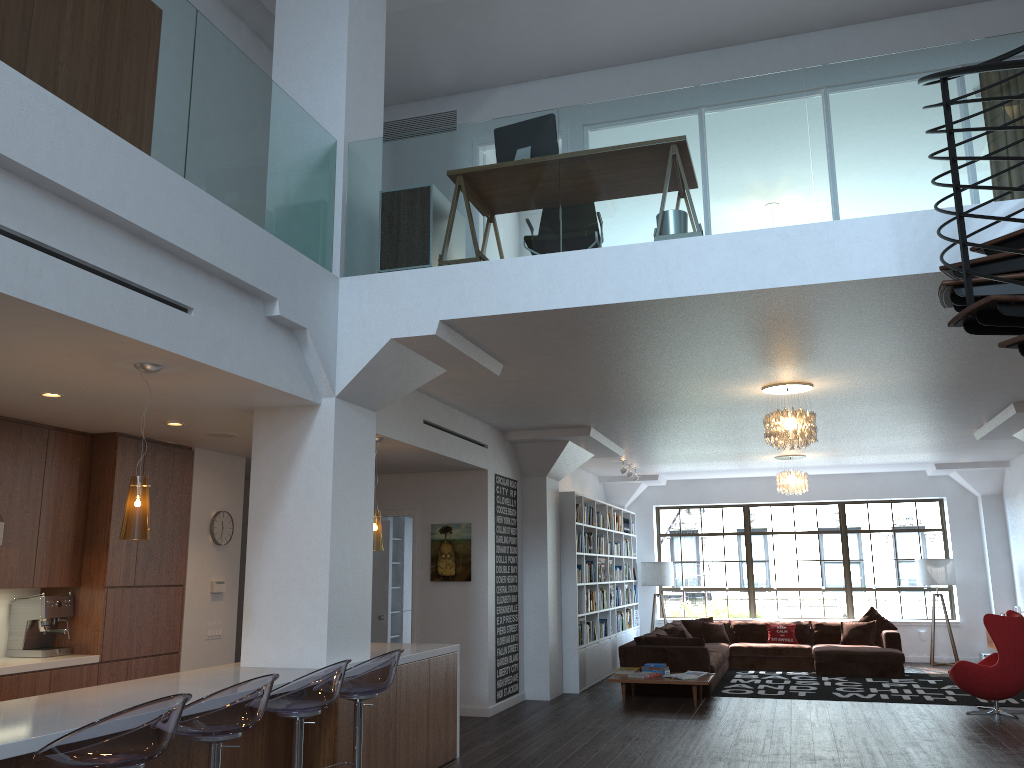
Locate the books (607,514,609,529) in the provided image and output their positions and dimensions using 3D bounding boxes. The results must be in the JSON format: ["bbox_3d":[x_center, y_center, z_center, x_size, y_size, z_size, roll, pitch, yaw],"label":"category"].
[{"bbox_3d":[1.346,2.048,13.181,0.174,0.236,0.136,-4,-13,16],"label":"books"}]

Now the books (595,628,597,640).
[{"bbox_3d":[1.043,3.317,11.856,0.161,0.207,0.135,-4,-13,16],"label":"books"}]

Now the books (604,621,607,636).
[{"bbox_3d":[1.267,3.467,12.560,0.146,0.202,0.027,-4,-13,17],"label":"books"}]

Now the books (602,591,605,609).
[{"bbox_3d":[1.208,3.032,12.455,0.183,0.253,0.034,-4,-13,16],"label":"books"}]

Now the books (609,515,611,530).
[{"bbox_3d":[1.402,2.086,13.333,0.161,0.223,0.032,-4,-13,17],"label":"books"}]

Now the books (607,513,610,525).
[{"bbox_3d":[1.384,2.068,13.310,0.160,0.251,0.031,-4,-13,17],"label":"books"}]

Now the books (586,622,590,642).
[{"bbox_3d":[0.917,3.217,11.504,0.183,0.253,0.042,-4,-13,17],"label":"books"}]

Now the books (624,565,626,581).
[{"bbox_3d":[1.726,3.020,14.173,0.174,0.240,0.054,-4,-13,17],"label":"books"}]

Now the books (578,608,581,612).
[{"bbox_3d":[0.734,2.819,11.072,0.197,0.033,0.284,1,-12,-8],"label":"books"}]

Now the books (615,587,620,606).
[{"bbox_3d":[1.545,3.247,13.561,0.197,0.290,0.136,-4,-13,17],"label":"books"}]

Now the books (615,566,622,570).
[{"bbox_3d":[1.660,2.976,13.944,0.140,0.231,0.042,-4,-13,17],"label":"books"}]

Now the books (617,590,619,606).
[{"bbox_3d":[1.530,3.244,13.455,0.182,0.253,0.098,-4,-13,17],"label":"books"}]

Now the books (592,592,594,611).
[{"bbox_3d":[0.997,2.901,11.830,0.183,0.253,0.034,-4,-13,17],"label":"books"}]

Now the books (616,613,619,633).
[{"bbox_3d":[1.502,3.589,13.340,0.198,0.284,0.066,-4,-13,16],"label":"books"}]

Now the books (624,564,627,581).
[{"bbox_3d":[1.750,3.036,14.282,0.183,0.253,0.042,-4,-13,17],"label":"books"}]

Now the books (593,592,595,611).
[{"bbox_3d":[1.011,2.907,11.860,0.183,0.253,0.034,-4,-13,17],"label":"books"}]

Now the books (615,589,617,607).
[{"bbox_3d":[1.469,3.205,13.280,0.182,0.255,0.077,-4,-13,17],"label":"books"}]

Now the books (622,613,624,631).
[{"bbox_3d":[1.638,3.686,13.738,0.180,0.259,0.060,-4,-13,16],"label":"books"}]

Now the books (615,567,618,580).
[{"bbox_3d":[1.549,2.916,13.597,0.140,0.206,0.042,-4,-13,17],"label":"books"}]

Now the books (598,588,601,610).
[{"bbox_3d":[1.130,2.968,12.238,0.176,0.290,0.053,-4,-13,16],"label":"books"}]

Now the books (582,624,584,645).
[{"bbox_3d":[0.811,3.149,11.168,0.180,0.251,0.048,-4,-13,17],"label":"books"}]

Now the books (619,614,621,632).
[{"bbox_3d":[1.557,3.634,13.478,0.183,0.253,0.034,-4,-13,16],"label":"books"}]

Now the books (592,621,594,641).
[{"bbox_3d":[0.993,3.266,11.725,0.183,0.253,0.042,-4,-13,17],"label":"books"}]

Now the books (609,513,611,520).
[{"bbox_3d":[1.407,2.080,13.370,0.160,0.251,0.039,-4,-13,17],"label":"books"}]

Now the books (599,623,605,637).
[{"bbox_3d":[1.226,3.444,12.426,0.139,0.191,0.036,-4,-13,17],"label":"books"}]

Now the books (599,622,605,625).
[{"bbox_3d":[1.231,3.446,12.459,0.146,0.202,0.027,-4,-13,17],"label":"books"}]

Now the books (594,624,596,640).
[{"bbox_3d":[1.019,3.292,11.808,0.174,0.236,0.142,-4,-13,16],"label":"books"}]

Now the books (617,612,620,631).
[{"bbox_3d":[1.543,3.607,13.442,0.176,0.290,0.053,-4,-13,16],"label":"books"}]

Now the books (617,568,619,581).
[{"bbox_3d":[1.565,2.931,13.631,0.139,0.191,0.036,-4,-13,17],"label":"books"}]

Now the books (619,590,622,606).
[{"bbox_3d":[1.600,3.298,13.693,0.174,0.242,0.105,-4,-13,17],"label":"books"}]

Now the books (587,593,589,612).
[{"bbox_3d":[0.909,2.847,11.557,0.171,0.246,0.057,-4,-13,17],"label":"books"}]

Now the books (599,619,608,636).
[{"bbox_3d":[1.289,3.469,12.643,0.140,0.231,0.042,-4,-13,17],"label":"books"}]

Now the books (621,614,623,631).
[{"bbox_3d":[1.620,3.672,13.658,0.183,0.253,0.034,-4,-13,16],"label":"books"}]

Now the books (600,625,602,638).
[{"bbox_3d":[1.184,3.425,12.275,0.120,0.167,0.020,-4,-13,17],"label":"books"}]

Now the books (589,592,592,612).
[{"bbox_3d":[0.974,2.888,11.752,0.171,0.246,0.057,-4,-13,17],"label":"books"}]

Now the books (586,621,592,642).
[{"bbox_3d":[0.962,3.246,11.647,0.180,0.259,0.042,-4,-13,17],"label":"books"}]

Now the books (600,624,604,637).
[{"bbox_3d":[1.212,3.442,12.371,0.126,0.173,0.032,-4,-13,17],"label":"books"}]

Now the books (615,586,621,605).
[{"bbox_3d":[1.568,3.258,13.618,0.176,0.293,0.125,-4,-13,17],"label":"books"}]

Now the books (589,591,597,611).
[{"bbox_3d":[1.051,2.933,11.988,0.183,0.253,0.034,-4,-13,17],"label":"books"}]

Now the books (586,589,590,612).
[{"bbox_3d":[0.931,2.842,11.640,0.176,0.290,0.053,-4,-13,17],"label":"books"}]

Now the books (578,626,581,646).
[{"bbox_3d":[0.762,3.116,10.982,0.174,0.240,0.054,-4,-13,17],"label":"books"}]

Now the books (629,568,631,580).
[{"bbox_3d":[1.851,3.109,14.586,0.174,0.236,0.142,-4,-13,16],"label":"books"}]

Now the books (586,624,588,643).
[{"bbox_3d":[0.883,3.208,11.397,0.176,0.231,0.053,-4,-13,17],"label":"books"}]

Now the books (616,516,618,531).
[{"bbox_3d":[1.570,2.188,13.875,0.171,0.246,0.057,-4,-13,17],"label":"books"}]

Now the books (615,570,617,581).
[{"bbox_3d":[1.535,2.918,13.511,0.120,0.167,0.019,-4,-13,17],"label":"books"}]

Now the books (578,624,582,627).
[{"bbox_3d":[0.786,3.132,11.091,0.183,0.253,0.042,-4,-13,17],"label":"books"}]

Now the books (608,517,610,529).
[{"bbox_3d":[1.370,2.073,13.226,0.161,0.207,0.130,-4,-13,16],"label":"books"}]

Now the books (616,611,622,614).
[{"bbox_3d":[1.622,3.661,13.697,0.176,0.290,0.036,-4,-13,16],"label":"books"}]

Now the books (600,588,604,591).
[{"bbox_3d":[1.209,3.021,12.494,0.176,0.290,0.036,-4,-13,16],"label":"books"}]
